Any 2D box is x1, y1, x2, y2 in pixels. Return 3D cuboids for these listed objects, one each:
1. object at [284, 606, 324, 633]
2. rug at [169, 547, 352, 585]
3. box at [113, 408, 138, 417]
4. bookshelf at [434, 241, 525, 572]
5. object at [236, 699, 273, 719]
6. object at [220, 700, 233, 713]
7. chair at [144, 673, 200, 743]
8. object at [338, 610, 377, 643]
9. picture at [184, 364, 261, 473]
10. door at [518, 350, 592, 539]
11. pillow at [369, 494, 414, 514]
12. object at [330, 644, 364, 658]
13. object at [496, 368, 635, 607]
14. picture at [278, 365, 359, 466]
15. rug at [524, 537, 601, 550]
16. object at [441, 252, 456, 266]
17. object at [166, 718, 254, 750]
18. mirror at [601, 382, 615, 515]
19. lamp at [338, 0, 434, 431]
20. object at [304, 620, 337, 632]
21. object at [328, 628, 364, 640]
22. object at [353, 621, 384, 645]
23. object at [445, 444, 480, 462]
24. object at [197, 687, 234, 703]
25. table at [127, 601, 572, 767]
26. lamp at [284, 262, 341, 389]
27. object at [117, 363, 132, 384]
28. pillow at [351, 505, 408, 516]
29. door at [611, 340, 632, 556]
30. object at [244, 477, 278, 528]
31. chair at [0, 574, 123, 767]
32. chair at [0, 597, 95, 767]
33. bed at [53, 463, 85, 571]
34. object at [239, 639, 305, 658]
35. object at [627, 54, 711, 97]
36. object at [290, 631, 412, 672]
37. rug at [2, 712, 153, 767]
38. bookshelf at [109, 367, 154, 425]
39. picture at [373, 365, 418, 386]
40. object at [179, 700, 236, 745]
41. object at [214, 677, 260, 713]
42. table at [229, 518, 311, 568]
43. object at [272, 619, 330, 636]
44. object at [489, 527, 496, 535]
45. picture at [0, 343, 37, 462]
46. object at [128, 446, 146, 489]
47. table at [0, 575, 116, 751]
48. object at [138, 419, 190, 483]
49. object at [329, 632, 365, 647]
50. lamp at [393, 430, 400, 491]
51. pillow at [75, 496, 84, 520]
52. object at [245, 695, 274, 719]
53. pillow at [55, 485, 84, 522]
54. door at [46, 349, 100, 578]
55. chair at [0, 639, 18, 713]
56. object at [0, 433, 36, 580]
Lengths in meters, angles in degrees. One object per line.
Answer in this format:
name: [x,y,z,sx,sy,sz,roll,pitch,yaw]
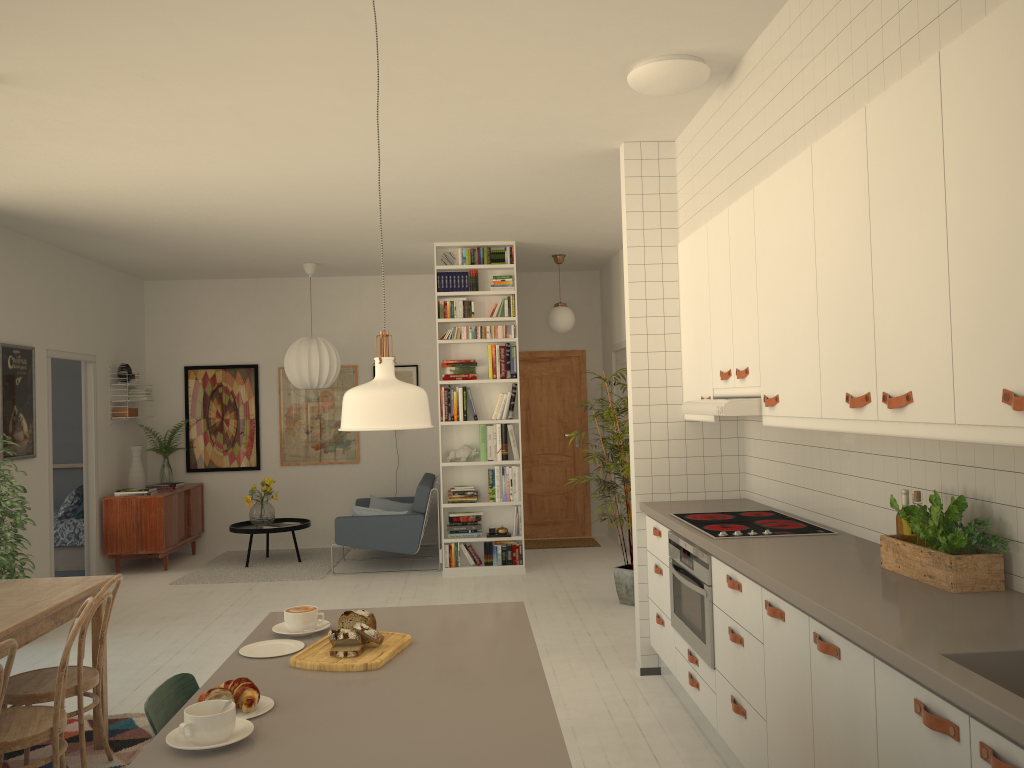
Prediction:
object: [-0.593,0.664,2.505,0.098,0.064,0.094,-1,-2,-45]
rug: [-2.321,1.726,8.500,1.304,0.012,1.660,-2,-1,-1]
box: [-3.760,0.279,8.625,0.152,0.084,0.265,-2,-1,-3]
bookshelf: [-0.290,0.208,7.844,0.710,2.901,0.249,-2,-2,-3]
object: [-0.589,0.685,1.873,0.122,0.005,0.120,-2,-1,15]
object: [-0.560,0.633,1.686,0.102,0.086,0.028,-3,-2,38]
chair: [-0.749,1.192,2.402,0.446,0.752,0.485,-2,-1,-3]
object: [-0.409,0.633,2.347,0.086,0.087,0.090,-2,-1,5]
picture: [-3.093,0.366,9.472,0.778,1.134,0.018,-2,-2,-3]
door: [0.368,0.657,9.696,0.931,2.033,0.159,-2,-2,-3]
pillow: [-1.257,1.281,9.239,0.540,0.277,0.157,-2,-1,-2]
object: [-0.413,0.665,2.208,0.077,0.017,0.068,-2,-1,5]
object: [0.586,0.760,6.981,0.778,1.712,2.088,-1,-1,-22]
picture: [-2.075,0.337,9.531,0.838,1.053,0.012,-2,-2,-3]
rug: [0.417,1.663,9.223,0.941,0.002,0.553,-2,-1,-3]
object: [-0.560,-1.098,7.803,0.131,0.131,0.131,-2,-1,-7]
object: [-0.578,0.677,1.700,0.160,0.020,0.160,-2,-1,-7]
mirror: [1.015,0.665,9.377,0.029,1.370,0.500,-2,-1,-3]
lamp: [-0.327,-0.635,2.172,0.229,1.491,0.229,-2,-1,-2]
object: [-0.535,0.683,2.494,0.027,0.011,0.132,-3,-1,36]
object: [-0.426,0.646,2.265,0.083,0.057,0.072,-2,-1,3]
object: [-0.368,0.639,2.265,0.079,0.067,0.074,-2,-1,-1]
object: [-0.434,0.606,7.781,0.311,0.150,0.137,-2,-1,5]
object: [-0.620,0.659,1.853,0.060,0.059,0.074,-1,-2,-34]
table: [-0.309,1.118,2.071,0.794,0.864,1.423,-2,-1,-3]
lamp: [-1.954,-0.564,8.644,0.536,1.229,0.536,-3,-2,31]
object: [-3.743,-0.101,8.570,0.139,0.200,0.139,-3,-2,41]
pillow: [-1.194,1.245,7.965,0.533,0.353,0.141,-2,-1,-3]
door: [1.131,0.613,8.586,0.166,2.033,0.955,-2,-1,-3]
object: [-2.427,1.146,8.584,0.291,0.471,0.361,-3,-2,35]
chair: [-1.850,1.203,3.626,0.483,0.811,0.385,-2,-1,-6]
chair: [-1.731,1.190,3.129,0.483,0.811,0.385,-1,-2,-21]
bed: [-4.826,1.323,8.873,1.656,0.974,0.933,-2,-1,-3]
object: [-0.632,0.697,2.336,0.167,0.005,0.167,-2,-1,-7]
object: [0.668,-1.298,3.783,0.351,0.101,0.351,-3,-1,39]
object: [-0.408,0.683,2.278,0.237,0.019,0.306,-2,-1,13]
rug: [-2.236,1.610,2.893,1.749,0.035,3.024,-2,-1,-3]
bookshelf: [-3.770,0.118,8.808,0.184,0.565,0.695,-2,-1,-3]
picture: [-1.253,0.001,9.582,0.481,0.402,0.015,-2,-2,-3]
object: [-0.578,0.650,1.698,0.094,0.060,0.098,-2,-1,-6]
object: [-0.578,0.658,1.888,0.131,0.060,0.070,-3,-1,35]
table: [-2.322,1.535,8.548,0.761,0.386,0.761,-2,-1,13]
object: [-0.594,0.693,2.503,0.160,0.020,0.160,-1,-1,-37]
object: [-0.173,1.288,7.775,0.058,0.055,0.058,-2,-1,-3]
picture: [-3.737,0.138,6.710,0.020,0.869,0.525,-2,-1,-3]
object: [-3.634,0.822,8.588,0.160,0.445,0.158,-3,-2,37]
table: [-2.198,1.243,3.128,0.894,0.749,1.797,-2,-1,-3]
object: [-3.584,0.712,9.234,0.476,0.686,0.398,-2,-1,-1]
object: [-0.417,0.646,2.238,0.083,0.055,0.073,-2,-1,4]
lamp: [-1.355,0.918,9.487,0.360,1.416,0.112,-2,-2,-3]
pillow: [-4.162,1.171,8.950,0.237,0.385,0.767,-2,-1,-5]
object: [-0.590,0.688,1.878,0.167,0.005,0.167,-2,-1,-7]
pillow: [-4.307,1.160,8.731,0.237,0.338,0.437,-2,-1,-5]
door: [-4.213,0.755,7.635,0.882,2.033,0.955,-2,-1,-3]
chair: [-1.737,1.181,2.618,0.483,0.811,0.385,-2,-1,-1]
object: [-3.368,1.000,5.763,0.568,1.424,0.514,-3,-2,40]
